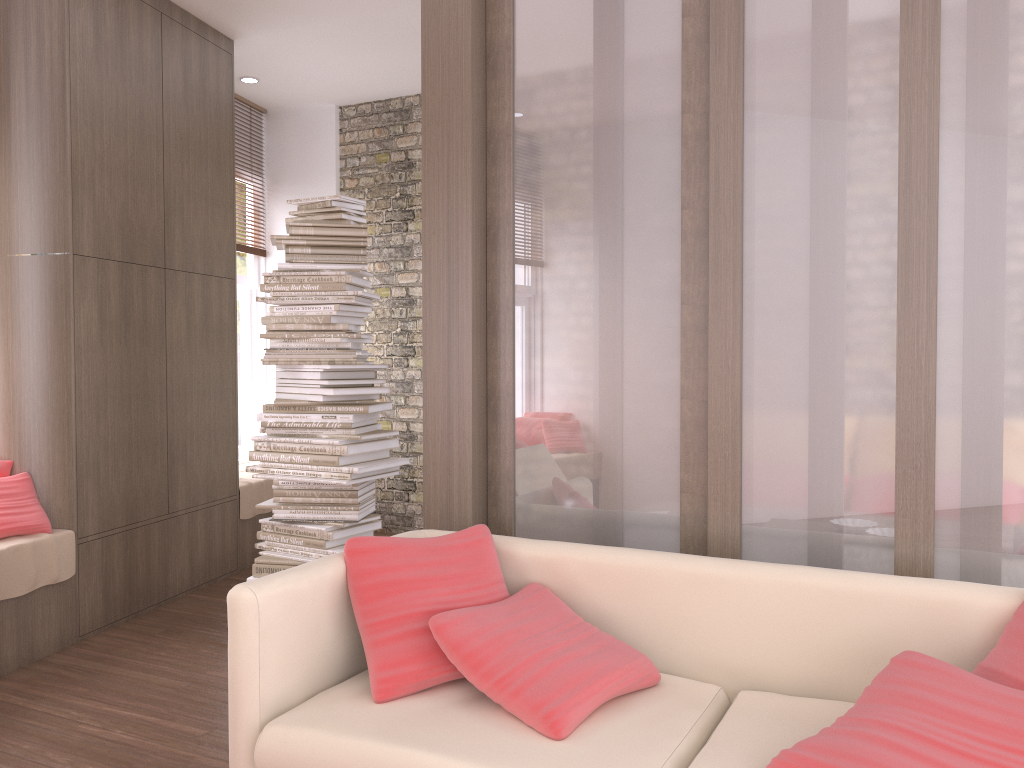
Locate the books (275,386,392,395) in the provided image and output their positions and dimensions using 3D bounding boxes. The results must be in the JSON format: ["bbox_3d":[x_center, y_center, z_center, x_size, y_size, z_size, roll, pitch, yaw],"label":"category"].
[{"bbox_3d":[-0.848,0.027,4.186,0.317,0.030,0.524,-2,2,-43],"label":"books"}]

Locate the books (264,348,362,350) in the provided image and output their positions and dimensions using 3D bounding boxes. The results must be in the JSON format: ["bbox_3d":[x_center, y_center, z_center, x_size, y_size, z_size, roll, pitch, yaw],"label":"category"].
[{"bbox_3d":[-0.938,-0.164,4.222,0.395,0.007,0.308,0,2,2],"label":"books"}]

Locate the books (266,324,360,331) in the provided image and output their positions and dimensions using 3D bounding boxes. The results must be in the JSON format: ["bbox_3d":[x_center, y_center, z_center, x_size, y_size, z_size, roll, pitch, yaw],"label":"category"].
[{"bbox_3d":[-0.934,-0.267,4.212,0.379,0.028,0.297,0,2,2],"label":"books"}]

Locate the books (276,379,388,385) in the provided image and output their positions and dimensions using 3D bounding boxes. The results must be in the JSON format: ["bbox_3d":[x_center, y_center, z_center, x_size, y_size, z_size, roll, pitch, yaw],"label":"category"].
[{"bbox_3d":[-0.860,-0.014,4.201,0.323,0.020,0.484,-2,2,-43],"label":"books"}]

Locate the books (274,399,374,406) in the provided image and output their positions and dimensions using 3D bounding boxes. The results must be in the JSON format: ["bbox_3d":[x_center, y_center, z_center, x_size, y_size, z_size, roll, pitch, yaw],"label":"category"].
[{"bbox_3d":[-0.899,0.081,4.237,0.450,0.022,0.364,-1,2,-13],"label":"books"}]

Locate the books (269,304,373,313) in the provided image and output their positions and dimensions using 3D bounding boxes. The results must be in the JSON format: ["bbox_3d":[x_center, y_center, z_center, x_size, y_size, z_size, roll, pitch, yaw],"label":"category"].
[{"bbox_3d":[-0.901,-0.352,4.201,0.379,0.028,0.297,1,2,22],"label":"books"}]

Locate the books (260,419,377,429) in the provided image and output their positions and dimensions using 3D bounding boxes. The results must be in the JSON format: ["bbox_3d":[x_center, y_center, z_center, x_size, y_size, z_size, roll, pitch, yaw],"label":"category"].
[{"bbox_3d":[-0.904,0.183,4.198,0.442,0.025,0.346,0,2,12],"label":"books"}]

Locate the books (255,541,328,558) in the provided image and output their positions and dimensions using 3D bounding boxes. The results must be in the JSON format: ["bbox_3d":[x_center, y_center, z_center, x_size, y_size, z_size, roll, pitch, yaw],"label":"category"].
[{"bbox_3d":[-0.917,0.767,4.207,0.506,0.023,0.330,1,2,32],"label":"books"}]

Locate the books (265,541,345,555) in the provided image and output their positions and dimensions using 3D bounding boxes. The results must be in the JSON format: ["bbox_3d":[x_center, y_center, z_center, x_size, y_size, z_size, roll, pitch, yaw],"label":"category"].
[{"bbox_3d":[-0.866,0.743,4.183,0.468,0.021,0.350,1,2,32],"label":"books"}]

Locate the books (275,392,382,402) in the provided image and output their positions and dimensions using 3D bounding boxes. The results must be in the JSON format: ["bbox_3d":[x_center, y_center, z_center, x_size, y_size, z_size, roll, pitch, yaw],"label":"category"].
[{"bbox_3d":[-0.877,0.056,4.221,0.322,0.030,0.435,-2,2,-43],"label":"books"}]

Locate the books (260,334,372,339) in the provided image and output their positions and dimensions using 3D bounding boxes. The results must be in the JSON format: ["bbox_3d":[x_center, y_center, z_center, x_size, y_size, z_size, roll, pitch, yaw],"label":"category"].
[{"bbox_3d":[-0.920,-0.224,4.204,0.467,0.020,0.283,0,2,2],"label":"books"}]

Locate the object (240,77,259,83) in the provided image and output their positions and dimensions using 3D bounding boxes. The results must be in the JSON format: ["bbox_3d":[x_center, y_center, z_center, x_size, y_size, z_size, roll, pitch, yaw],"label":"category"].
[{"bbox_3d":[-1.810,-2.096,6.115,0.119,0.010,0.119,-1,2,-38],"label":"object"}]

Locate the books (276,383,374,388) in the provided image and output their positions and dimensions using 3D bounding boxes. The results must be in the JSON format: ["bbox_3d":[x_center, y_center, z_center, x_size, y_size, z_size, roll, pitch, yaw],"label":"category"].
[{"bbox_3d":[-0.895,0.003,4.218,0.294,0.013,0.413,-2,2,-43],"label":"books"}]

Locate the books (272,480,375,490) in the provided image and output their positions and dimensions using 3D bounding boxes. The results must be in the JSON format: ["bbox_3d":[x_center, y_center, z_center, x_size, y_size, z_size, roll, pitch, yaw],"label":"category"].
[{"bbox_3d":[-0.879,0.467,4.186,0.405,0.018,0.300,0,2,7],"label":"books"}]

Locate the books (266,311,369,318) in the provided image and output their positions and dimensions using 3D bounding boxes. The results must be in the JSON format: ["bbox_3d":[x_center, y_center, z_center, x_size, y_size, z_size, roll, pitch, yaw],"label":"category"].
[{"bbox_3d":[-0.921,-0.328,4.216,0.388,0.020,0.287,1,2,22],"label":"books"}]

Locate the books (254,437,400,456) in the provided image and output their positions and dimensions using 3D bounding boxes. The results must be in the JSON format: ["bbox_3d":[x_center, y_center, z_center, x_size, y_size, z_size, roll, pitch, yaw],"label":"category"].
[{"bbox_3d":[-0.879,0.288,4.240,0.542,0.046,0.421,1,2,27],"label":"books"}]

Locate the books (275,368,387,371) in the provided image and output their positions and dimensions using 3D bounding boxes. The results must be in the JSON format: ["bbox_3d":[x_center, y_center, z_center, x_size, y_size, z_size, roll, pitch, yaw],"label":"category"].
[{"bbox_3d":[-0.866,-0.070,4.222,0.345,0.010,0.443,-2,2,-43],"label":"books"}]

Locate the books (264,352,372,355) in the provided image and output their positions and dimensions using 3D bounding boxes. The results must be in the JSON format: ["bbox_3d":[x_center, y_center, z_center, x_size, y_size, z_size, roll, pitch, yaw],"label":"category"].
[{"bbox_3d":[-0.907,-0.142,4.203,0.446,0.012,0.291,0,2,2],"label":"books"}]

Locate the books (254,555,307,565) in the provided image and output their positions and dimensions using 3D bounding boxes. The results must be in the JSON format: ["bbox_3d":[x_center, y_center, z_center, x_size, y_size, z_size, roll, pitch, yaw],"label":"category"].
[{"bbox_3d":[-0.919,0.805,4.184,0.450,0.022,0.364,0,2,12],"label":"books"}]

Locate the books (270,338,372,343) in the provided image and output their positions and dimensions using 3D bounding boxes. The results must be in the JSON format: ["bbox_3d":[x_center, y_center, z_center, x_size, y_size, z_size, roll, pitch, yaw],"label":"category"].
[{"bbox_3d":[-0.901,-0.205,4.211,0.388,0.020,0.287,1,2,22],"label":"books"}]

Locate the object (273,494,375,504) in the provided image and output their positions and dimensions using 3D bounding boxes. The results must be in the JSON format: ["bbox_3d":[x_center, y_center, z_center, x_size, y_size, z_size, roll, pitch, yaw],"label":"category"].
[{"bbox_3d":[-0.883,0.541,4.185,0.413,0.008,0.243,0,2,7],"label":"object"}]

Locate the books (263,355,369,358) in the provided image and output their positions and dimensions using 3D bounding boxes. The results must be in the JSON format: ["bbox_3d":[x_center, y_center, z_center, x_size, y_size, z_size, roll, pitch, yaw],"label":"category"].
[{"bbox_3d":[-0.922,-0.129,4.210,0.432,0.013,0.288,0,2,2],"label":"books"}]

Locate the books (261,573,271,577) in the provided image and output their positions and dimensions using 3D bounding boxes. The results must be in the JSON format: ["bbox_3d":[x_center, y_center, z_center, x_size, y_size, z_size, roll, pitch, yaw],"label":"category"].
[{"bbox_3d":[-1.021,1.027,3.870,0.218,0.363,0.246,0,2,12],"label":"books"}]

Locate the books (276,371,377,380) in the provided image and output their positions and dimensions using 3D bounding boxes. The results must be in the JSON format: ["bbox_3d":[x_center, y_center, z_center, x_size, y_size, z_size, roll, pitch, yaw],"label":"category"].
[{"bbox_3d":[-0.888,-0.044,4.220,0.308,0.036,0.417,-2,2,-43],"label":"books"}]

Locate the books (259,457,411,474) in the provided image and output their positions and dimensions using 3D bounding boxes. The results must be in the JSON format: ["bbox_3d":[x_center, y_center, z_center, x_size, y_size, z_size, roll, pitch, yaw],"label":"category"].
[{"bbox_3d":[-0.834,0.373,4.209,0.566,0.025,0.423,1,2,27],"label":"books"}]

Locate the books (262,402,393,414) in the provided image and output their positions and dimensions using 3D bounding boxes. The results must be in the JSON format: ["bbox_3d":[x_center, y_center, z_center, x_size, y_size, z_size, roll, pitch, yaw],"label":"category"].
[{"bbox_3d":[-0.869,0.111,4.222,0.518,0.038,0.341,0,2,12],"label":"books"}]

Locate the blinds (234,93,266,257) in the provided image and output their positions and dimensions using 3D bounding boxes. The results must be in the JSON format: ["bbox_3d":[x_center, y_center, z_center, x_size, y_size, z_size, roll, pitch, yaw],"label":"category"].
[{"bbox_3d":[-2.084,-1.536,6.215,0.042,1.138,1.373,0,2,14],"label":"blinds"}]

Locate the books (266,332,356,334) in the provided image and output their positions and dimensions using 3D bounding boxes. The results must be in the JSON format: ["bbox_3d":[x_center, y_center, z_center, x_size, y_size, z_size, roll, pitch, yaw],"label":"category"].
[{"bbox_3d":[-0.945,-0.239,4.207,0.368,0.009,0.262,0,2,2],"label":"books"}]

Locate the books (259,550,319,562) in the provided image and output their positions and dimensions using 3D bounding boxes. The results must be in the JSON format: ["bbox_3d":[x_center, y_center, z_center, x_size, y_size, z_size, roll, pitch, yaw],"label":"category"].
[{"bbox_3d":[-0.898,0.788,4.164,0.448,0.013,0.350,1,2,32],"label":"books"}]

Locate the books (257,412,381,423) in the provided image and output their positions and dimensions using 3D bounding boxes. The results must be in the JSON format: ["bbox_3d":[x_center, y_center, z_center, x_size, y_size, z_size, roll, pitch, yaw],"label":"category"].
[{"bbox_3d":[-0.910,0.150,4.220,0.469,0.038,0.364,0,2,12],"label":"books"}]

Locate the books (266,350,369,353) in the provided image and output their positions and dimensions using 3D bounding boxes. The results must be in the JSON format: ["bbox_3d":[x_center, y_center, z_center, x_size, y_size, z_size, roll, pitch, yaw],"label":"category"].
[{"bbox_3d":[-0.916,-0.154,4.211,0.412,0.011,0.308,0,2,2],"label":"books"}]

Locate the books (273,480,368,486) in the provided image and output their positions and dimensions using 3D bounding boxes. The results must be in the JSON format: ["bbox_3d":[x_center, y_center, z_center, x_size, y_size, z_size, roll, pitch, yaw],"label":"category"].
[{"bbox_3d":[-0.875,0.446,4.179,0.396,0.024,0.310,0,2,7],"label":"books"}]

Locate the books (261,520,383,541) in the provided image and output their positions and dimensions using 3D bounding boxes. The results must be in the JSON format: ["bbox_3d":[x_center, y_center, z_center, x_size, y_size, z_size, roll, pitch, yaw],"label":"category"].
[{"bbox_3d":[-0.901,0.673,4.212,0.448,0.038,0.348,1,2,32],"label":"books"}]

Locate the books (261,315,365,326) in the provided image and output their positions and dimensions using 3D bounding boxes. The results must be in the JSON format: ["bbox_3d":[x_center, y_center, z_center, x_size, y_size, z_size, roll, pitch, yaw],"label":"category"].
[{"bbox_3d":[-0.944,-0.299,4.220,0.379,0.039,0.297,1,2,22],"label":"books"}]

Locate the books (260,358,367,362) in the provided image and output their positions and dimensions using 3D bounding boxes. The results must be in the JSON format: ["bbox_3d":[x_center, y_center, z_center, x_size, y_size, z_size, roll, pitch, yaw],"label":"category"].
[{"bbox_3d":[-0.931,-0.115,4.211,0.444,0.015,0.279,0,2,2],"label":"books"}]

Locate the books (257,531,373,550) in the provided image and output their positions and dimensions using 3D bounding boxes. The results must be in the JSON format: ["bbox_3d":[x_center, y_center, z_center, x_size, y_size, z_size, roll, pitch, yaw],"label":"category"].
[{"bbox_3d":[-0.929,0.712,4.205,0.432,0.038,0.339,1,2,32],"label":"books"}]

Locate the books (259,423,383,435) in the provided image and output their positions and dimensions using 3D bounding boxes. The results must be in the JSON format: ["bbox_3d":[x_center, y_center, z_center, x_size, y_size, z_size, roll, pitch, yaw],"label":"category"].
[{"bbox_3d":[-0.902,0.211,4.234,0.469,0.028,0.368,0,2,12],"label":"books"}]

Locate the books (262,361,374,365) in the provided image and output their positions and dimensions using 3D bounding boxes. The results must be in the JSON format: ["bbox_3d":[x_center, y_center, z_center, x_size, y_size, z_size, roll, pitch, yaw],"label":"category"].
[{"bbox_3d":[-0.907,-0.099,4.193,0.469,0.015,0.267,0,2,2],"label":"books"}]

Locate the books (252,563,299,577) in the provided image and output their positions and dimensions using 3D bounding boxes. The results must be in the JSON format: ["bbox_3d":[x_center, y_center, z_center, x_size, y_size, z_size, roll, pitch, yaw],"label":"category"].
[{"bbox_3d":[-0.895,0.847,4.152,0.518,0.057,0.341,0,2,12],"label":"books"}]

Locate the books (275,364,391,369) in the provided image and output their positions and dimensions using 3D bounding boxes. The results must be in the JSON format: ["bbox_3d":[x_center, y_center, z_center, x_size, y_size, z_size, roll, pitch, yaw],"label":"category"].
[{"bbox_3d":[-0.853,-0.084,4.194,0.326,0.018,0.500,-2,2,-43],"label":"books"}]

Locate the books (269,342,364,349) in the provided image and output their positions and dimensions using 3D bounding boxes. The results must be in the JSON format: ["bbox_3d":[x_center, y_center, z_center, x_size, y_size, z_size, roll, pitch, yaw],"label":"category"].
[{"bbox_3d":[-0.925,-0.182,4.230,0.379,0.028,0.297,0,2,2],"label":"books"}]

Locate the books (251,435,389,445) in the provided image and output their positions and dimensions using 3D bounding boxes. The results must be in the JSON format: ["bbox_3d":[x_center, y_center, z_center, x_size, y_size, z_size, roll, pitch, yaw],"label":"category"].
[{"bbox_3d":[-0.907,0.254,4.225,0.510,0.020,0.399,1,2,27],"label":"books"}]

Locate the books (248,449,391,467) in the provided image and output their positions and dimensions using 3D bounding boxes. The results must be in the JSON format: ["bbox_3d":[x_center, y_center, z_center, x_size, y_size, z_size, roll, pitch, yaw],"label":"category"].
[{"bbox_3d":[-0.912,0.336,4.228,0.522,0.046,0.410,1,2,27],"label":"books"}]

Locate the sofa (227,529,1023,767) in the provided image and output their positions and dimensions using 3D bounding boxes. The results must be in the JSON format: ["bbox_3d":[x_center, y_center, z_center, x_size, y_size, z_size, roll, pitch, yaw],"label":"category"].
[{"bbox_3d":[0.451,0.874,2.116,2.204,0.751,0.919,1,2,27],"label":"sofa"}]
